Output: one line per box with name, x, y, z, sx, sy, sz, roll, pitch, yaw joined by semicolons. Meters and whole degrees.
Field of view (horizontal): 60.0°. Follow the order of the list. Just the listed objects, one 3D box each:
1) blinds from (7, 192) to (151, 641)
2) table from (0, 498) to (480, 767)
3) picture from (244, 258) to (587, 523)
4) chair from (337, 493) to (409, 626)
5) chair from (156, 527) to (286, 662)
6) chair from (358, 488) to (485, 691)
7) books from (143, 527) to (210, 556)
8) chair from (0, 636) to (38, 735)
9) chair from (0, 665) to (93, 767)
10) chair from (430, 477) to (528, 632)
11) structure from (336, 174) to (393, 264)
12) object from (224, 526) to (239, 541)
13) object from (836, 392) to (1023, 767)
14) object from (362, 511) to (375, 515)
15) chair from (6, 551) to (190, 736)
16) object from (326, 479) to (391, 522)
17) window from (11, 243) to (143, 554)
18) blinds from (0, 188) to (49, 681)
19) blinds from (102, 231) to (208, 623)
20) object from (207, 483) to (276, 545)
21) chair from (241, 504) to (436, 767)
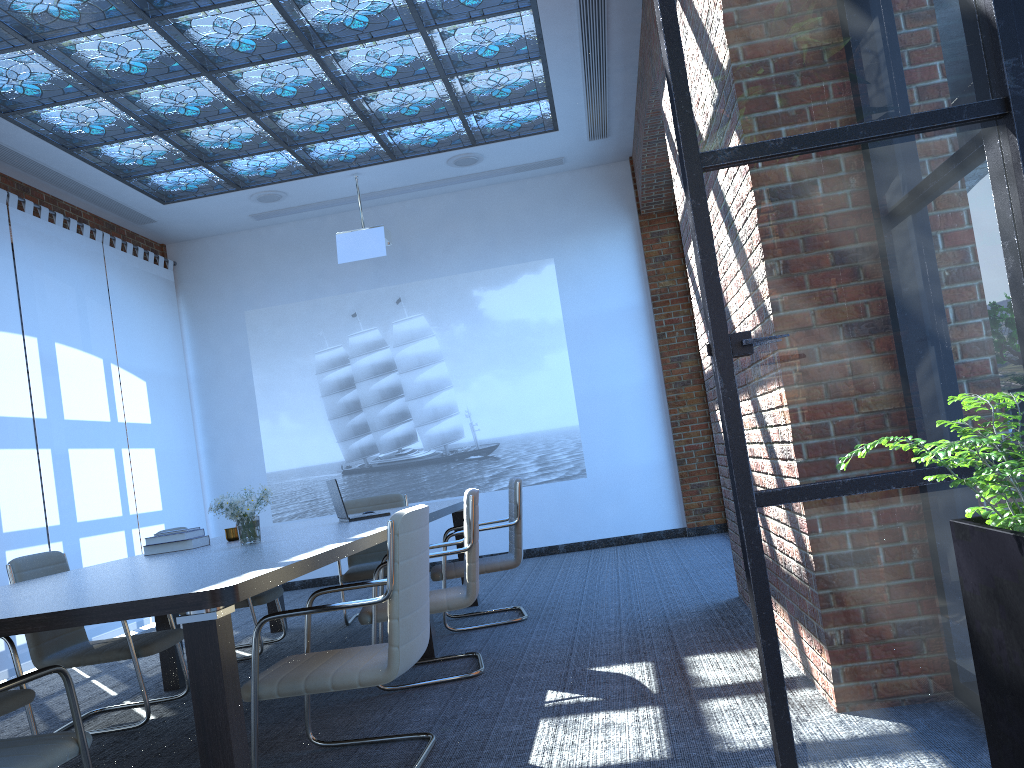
blinds;-3.730;0.343;7.723;0.039;3.749;1.321;-9;-3;6
table;-1.351;1.251;4.718;1.811;0.808;4.512;-9;-5;6
picture;-1.083;0.092;9.564;3.463;2.356;0.024;-9;-3;6
chair;-1.039;1.334;6.853;0.560;0.921;0.708;-8;-4;-5
chair;-1.982;1.408;6.098;0.706;0.921;0.561;-9;-3;1
chair;-0.459;1.056;4.665;0.706;0.921;0.561;-8;-3;-5
books;-1.953;0.911;5.154;0.294;0.114;0.255;-9;-5;5
chair;-2.372;1.242;3.534;0.707;0.921;0.561;-9;-3;10
chair;-1.617;1.040;2.507;0.560;0.921;0.707;-9;-4;6
chair;-0.214;1.136;5.992;0.706;0.921;0.561;-8;-3;-5
structure;-1.448;-1.591;8.516;0.468;0.893;0.391;-9;-3;6
object;-1.684;0.872;5.332;0.091;0.142;0.092;-7;-3;-16
object;0.669;-0.230;0.911;0.946;2.486;1.326;-9;-3;6
object;-0.984;0.890;6.093;0.101;0.034;0.059;-7;-5;-14
chair;-2.145;1.306;4.658;0.706;0.921;0.561;-8;-3;0
object;-1.004;0.739;5.768;0.322;0.282;0.392;-7;-4;-21
window;-4.566;0.341;5.031;0.160;3.599;9.639;-9;-5;6
blinds;-3.881;0.249;6.391;0.039;3.749;1.317;-9;-3;6
blinds;-3.578;0.438;9.072;0.039;3.749;1.360;-9;-3;6
object;-1.408;0.688;4.656;0.329;0.309;0.336;-10;-4;17
chair;-0.612;0.960;3.305;0.707;0.921;0.561;-9;-3;6
